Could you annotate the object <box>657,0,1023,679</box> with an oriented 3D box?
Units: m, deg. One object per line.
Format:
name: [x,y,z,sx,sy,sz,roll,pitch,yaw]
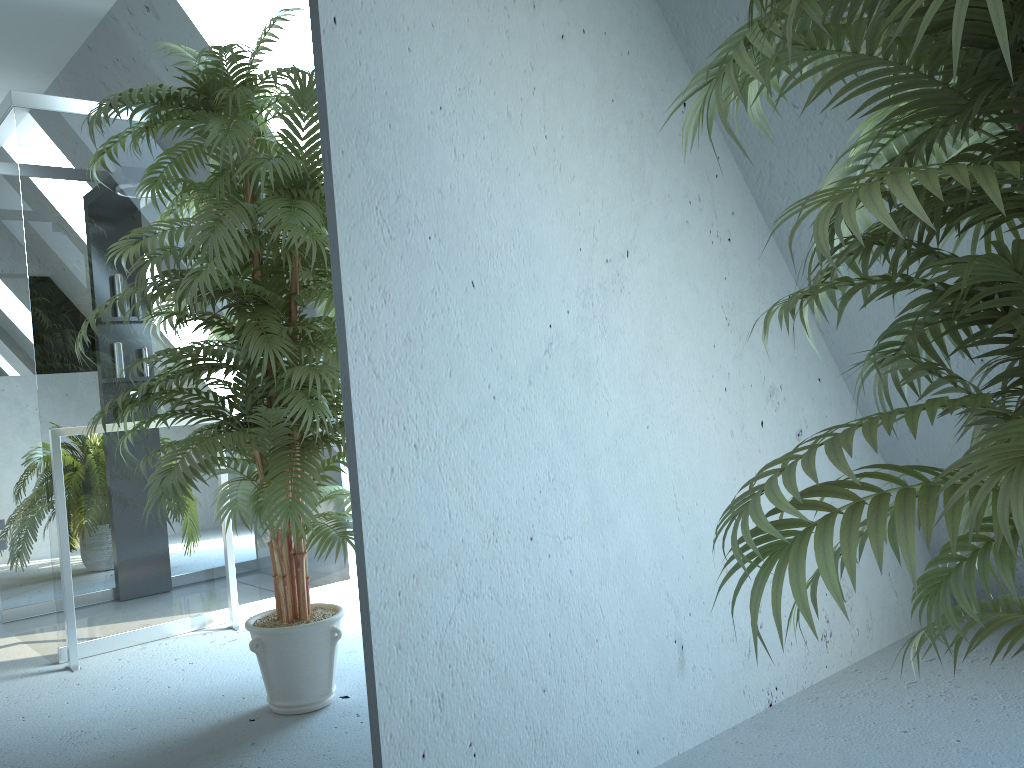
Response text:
object: [0.675,-0.201,0.992,0.980,2.034,1.020,-5,0,8]
